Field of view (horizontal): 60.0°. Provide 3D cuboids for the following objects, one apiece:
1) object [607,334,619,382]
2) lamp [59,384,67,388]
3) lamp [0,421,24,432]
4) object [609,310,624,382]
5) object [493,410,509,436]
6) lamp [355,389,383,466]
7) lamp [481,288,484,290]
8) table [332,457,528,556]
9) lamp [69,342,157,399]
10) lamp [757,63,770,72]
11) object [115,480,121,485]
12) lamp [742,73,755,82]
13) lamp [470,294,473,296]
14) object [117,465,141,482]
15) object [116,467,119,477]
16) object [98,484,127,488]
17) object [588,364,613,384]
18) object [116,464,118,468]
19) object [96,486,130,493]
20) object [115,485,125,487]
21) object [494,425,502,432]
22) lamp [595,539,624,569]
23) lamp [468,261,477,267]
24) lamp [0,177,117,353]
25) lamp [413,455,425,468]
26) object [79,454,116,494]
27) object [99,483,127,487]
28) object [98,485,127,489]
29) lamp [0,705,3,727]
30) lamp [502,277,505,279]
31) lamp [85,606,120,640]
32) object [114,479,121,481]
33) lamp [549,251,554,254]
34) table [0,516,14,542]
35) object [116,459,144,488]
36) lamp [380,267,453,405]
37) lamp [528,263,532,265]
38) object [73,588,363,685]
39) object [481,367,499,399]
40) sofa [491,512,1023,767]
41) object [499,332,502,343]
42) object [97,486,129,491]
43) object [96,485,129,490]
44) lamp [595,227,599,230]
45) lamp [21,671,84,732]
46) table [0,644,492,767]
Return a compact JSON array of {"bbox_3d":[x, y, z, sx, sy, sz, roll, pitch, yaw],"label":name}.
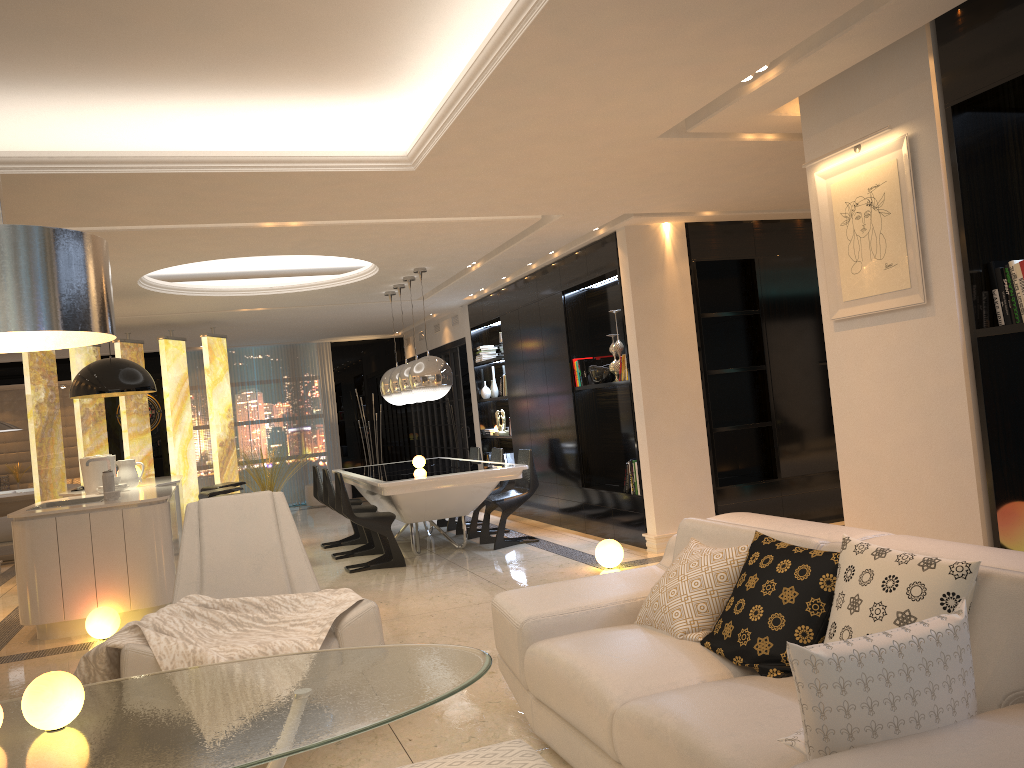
[{"bbox_3d":[0.907,-0.225,7.801,0.121,0.416,0.121,-5,-1,-24],"label":"object"},{"bbox_3d":[-7.179,0.003,14.175,0.107,0.127,0.107,-5,-2,-38],"label":"lamp"},{"bbox_3d":[-7.182,0.165,11.296,1.578,0.995,0.939,-5,-1,-19],"label":"lamp"},{"bbox_3d":[0.921,-0.328,7.651,0.121,0.612,0.121,-5,-1,-24],"label":"object"},{"bbox_3d":[-0.135,0.469,10.832,0.177,0.311,0.177,-5,-1,-19],"label":"object"},{"bbox_3d":[-2.319,0.964,14.698,0.418,1.801,0.200,-5,-1,-19],"label":"lamp"},{"bbox_3d":[-0.376,-1.164,10.396,0.107,0.127,0.107,-5,-2,-38],"label":"lamp"},{"bbox_3d":[-0.905,1.208,8.777,1.293,0.759,3.031,-5,-1,-19],"label":"table"},{"bbox_3d":[-3.586,-0.350,7.898,0.710,0.898,0.710,-6,-1,-9],"label":"lamp"},{"bbox_3d":[1.097,-1.461,3.959,0.107,0.127,0.107,-6,-1,-8],"label":"lamp"},{"bbox_3d":[-3.382,0.845,7.510,0.138,0.051,0.138,-6,-2,29],"label":"object"},{"bbox_3d":[1.059,-1.455,4.067,0.107,0.127,0.107,-6,-1,-8],"label":"lamp"},{"bbox_3d":[-0.522,-1.139,10.819,0.107,0.127,0.107,-5,-2,-38],"label":"lamp"},{"bbox_3d":[-3.533,0.842,8.189,0.213,0.214,0.212,-7,-2,31],"label":"object"},{"bbox_3d":[-4.049,0.918,8.852,0.266,0.147,0.253,-6,-1,24],"label":"object"},{"bbox_3d":[-3.380,0.869,7.509,0.229,0.016,0.229,-6,-1,11],"label":"object"},{"bbox_3d":[0.809,-0.083,8.040,0.193,0.177,0.375,-5,-1,-18],"label":"object"},{"bbox_3d":[-4.064,0.833,8.849,0.249,0.212,0.256,-6,-1,16],"label":"object"},{"bbox_3d":[-3.377,0.902,7.509,0.264,0.033,0.264,-7,-2,40],"label":"object"},{"bbox_3d":[-3.380,0.874,7.509,0.229,0.016,0.229,-6,-1,11],"label":"object"},{"bbox_3d":[-0.162,0.566,10.994,0.125,0.125,0.125,-6,-1,20],"label":"object"},{"bbox_3d":[0.729,1.269,6.643,0.212,0.214,0.213,-6,-1,20],"label":"lamp"},{"bbox_3d":[-0.411,-1.204,8.531,0.107,0.127,0.271,-5,-1,-19],"label":"lamp"},{"bbox_3d":[-0.730,0.127,1.035,0.393,2.519,2.009,-5,-1,-19],"label":"lamp"},{"bbox_3d":[-0.912,0.763,8.702,0.125,0.125,0.125,-7,-2,31],"label":"lamp"},{"bbox_3d":[-3.609,0.782,7.751,0.288,0.330,0.288,-6,-1,-2],"label":"object"},{"bbox_3d":[-3.381,0.864,7.509,0.229,0.016,0.229,-6,-1,11],"label":"object"},{"bbox_3d":[-3.379,0.878,7.509,0.229,0.016,0.229,-6,-1,11],"label":"object"},{"bbox_3d":[-1.334,0.838,2.211,0.115,0.115,0.115,-6,-1,6],"label":"lamp"},{"bbox_3d":[-0.112,-1.208,9.628,0.107,0.127,0.107,-5,-2,-38],"label":"lamp"},{"bbox_3d":[-2.745,1.602,5.950,0.213,0.214,0.212,-7,-2,31],"label":"lamp"},{"bbox_3d":[-3.383,0.839,7.510,0.138,0.051,0.138,-6,-2,29],"label":"object"},{"bbox_3d":[0.347,-1.285,8.297,0.107,0.127,0.107,-5,-2,-38],"label":"lamp"},{"bbox_3d":[-7.788,2.165,13.589,0.608,0.457,1.143,-5,-1,-19],"label":"table"},{"bbox_3d":[-3.446,0.808,7.981,0.183,0.254,0.211,-7,-2,33],"label":"object"},{"bbox_3d":[-1.022,-0.420,8.858,0.408,1.226,1.827,-5,-1,-19],"label":"lamp"},{"bbox_3d":[0.153,-1.253,8.860,0.107,0.127,0.107,-5,-2,-38],"label":"lamp"},{"bbox_3d":[-1.309,1.215,3.770,1.347,0.580,0.972,-6,-1,18],"label":"object"},{"bbox_3d":[-0.299,-0.013,11.202,0.210,0.395,0.180,-5,-1,-16],"label":"object"},{"bbox_3d":[0.815,0.900,2.780,1.145,0.754,2.328,-5,-1,-19],"label":"sofa"},{"bbox_3d":[-0.091,-0.474,10.700,0.111,0.301,0.111,-5,-1,-24],"label":"object"},{"bbox_3d":[-3.377,0.895,7.509,0.264,0.033,0.264,-7,-2,40],"label":"object"},{"bbox_3d":[-3.378,0.889,7.509,0.264,0.033,0.264,-7,-2,40],"label":"object"},{"bbox_3d":[0.673,-1.340,7.348,0.107,0.127,0.107,-5,-2,-38],"label":"lamp"},{"bbox_3d":[-1.173,0.809,2.268,0.143,0.143,0.143,-5,-2,-35],"label":"lamp"},{"bbox_3d":[-1.045,1.150,2.197,2.140,0.565,0.999,-5,-1,-20],"label":"table"}]
